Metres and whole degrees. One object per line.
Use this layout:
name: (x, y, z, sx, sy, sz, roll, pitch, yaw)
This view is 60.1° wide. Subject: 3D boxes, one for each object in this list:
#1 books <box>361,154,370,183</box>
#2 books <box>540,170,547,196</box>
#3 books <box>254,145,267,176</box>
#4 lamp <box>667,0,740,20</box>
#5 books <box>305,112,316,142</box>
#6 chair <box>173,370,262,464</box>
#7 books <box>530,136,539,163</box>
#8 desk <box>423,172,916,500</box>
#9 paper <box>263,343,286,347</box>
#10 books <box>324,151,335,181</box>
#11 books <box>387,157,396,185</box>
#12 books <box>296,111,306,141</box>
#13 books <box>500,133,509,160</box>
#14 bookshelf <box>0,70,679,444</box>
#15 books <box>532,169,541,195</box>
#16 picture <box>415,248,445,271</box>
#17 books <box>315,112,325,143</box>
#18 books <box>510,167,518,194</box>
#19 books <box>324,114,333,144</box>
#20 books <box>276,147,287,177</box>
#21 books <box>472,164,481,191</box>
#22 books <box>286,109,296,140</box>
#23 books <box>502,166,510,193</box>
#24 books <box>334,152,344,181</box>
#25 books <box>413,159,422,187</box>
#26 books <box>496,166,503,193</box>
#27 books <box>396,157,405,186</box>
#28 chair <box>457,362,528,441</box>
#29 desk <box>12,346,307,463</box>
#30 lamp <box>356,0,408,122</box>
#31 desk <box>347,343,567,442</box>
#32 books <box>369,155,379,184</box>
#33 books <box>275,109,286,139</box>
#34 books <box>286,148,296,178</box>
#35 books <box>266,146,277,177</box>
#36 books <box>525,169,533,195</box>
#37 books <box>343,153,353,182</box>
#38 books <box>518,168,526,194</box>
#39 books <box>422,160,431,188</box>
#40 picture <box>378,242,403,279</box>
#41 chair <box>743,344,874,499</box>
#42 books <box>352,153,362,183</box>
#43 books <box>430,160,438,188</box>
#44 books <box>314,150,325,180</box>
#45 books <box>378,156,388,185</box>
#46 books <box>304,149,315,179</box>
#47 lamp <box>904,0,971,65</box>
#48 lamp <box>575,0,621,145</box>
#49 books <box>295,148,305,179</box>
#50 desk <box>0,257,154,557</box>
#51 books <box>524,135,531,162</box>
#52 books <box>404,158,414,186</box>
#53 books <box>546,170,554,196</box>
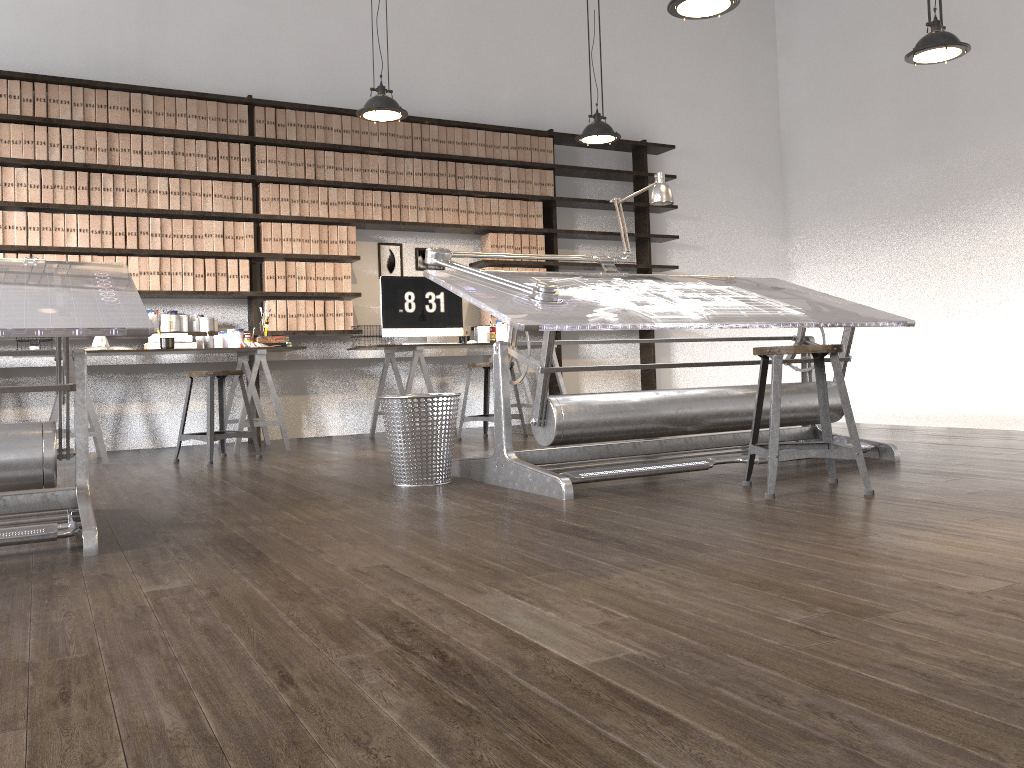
books: (-1.133, -1.605, 6.699, 0.067, 0.226, 0.174, -1, -1, -28)
books: (0.222, -1.665, 7.425, 0.067, 0.226, 0.174, -1, -1, -28)
books: (-1.811, -1.576, 6.335, 0.067, 0.226, 0.174, -1, -1, -28)
lamp: (0.795, -2.769, 3.896, 0.311, 2.256, 0.312, -2, -2, -3)
books: (-1.504, -1.867, 6.517, 0.067, 0.226, 0.174, -1, -1, -28)
chair: (-1.722, 0.188, 5.164, 0.358, 0.529, 0.372, -3, -1, 35)
books: (0.151, -1.939, 7.402, 0.067, 0.226, 0.174, -1, -1, -28)
desk: (0.685, -0.312, 4.027, 2.070, 1.389, 1.075, -2, -1, -28)
paper: (-1.584, -0.258, 5.904, 0.155, 0.038, 0.137, -2, 1, -13)
books: (-1.375, -1.595, 6.566, 0.067, 0.226, 0.174, -1, -1, -28)
books: (-0.952, -1.613, 6.797, 0.067, 0.226, 0.174, -1, -1, -28)
books: (-1.566, -1.864, 6.483, 0.067, 0.226, 0.174, -1, -1, -28)
books: (-0.097, -1.928, 7.267, 0.067, 0.226, 0.174, -1, -1, -28)
bookshelf: (-2.601, -0.422, 5.949, 9.181, 3.213, 0.373, -2, -2, -28)
books: (0.165, -1.662, 7.389, 0.067, 0.226, 0.174, -1, -1, -28)
picture: (-0.660, -0.998, 7.106, 0.251, 0.184, 0.023, -2, -2, -28)
books: (-1.442, -1.869, 6.543, 0.067, 0.226, 0.174, -1, -1, -28)
books: (-0.020, -1.654, 7.291, 0.067, 0.226, 0.174, -1, -1, -28)
books: (-1.385, -1.872, 6.579, 0.067, 0.226, 0.174, -1, -1, -28)
books: (-1.681, -1.581, 6.400, 0.067, 0.226, 0.174, -1, -1, -28)
books: (-0.322, -1.641, 7.134, 0.067, 0.226, 0.174, -1, -1, -28)
books: (-1.627, -1.861, 6.446, 0.067, 0.226, 0.174, -1, -1, -28)
books: (-0.085, -1.651, 7.258, 0.067, 0.226, 0.174, -1, -1, -28)
books: (-1.314, -1.597, 6.603, 0.067, 0.226, 0.174, -1, -1, -28)
books: (-0.762, -1.621, 6.892, 0.067, 0.226, 0.174, -1, -1, -28)
books: (-0.141, -1.649, 7.230, 0.067, 0.226, 0.174, -1, -1, -28)
books: (-0.891, -1.616, 6.831, 0.067, 0.226, 0.174, -1, -1, -28)
chair: (-0.138, 0.118, 6.042, 0.371, 0.529, 0.358, -3, -1, 30)
desk: (-2.202, 0.123, 5.605, 1.669, 0.670, 0.654, -2, 0, -28)
lamp: (-0.819, -2.739, 5.363, 0.311, 2.256, 0.312, -2, -2, -3)
desk: (-0.315, 0.041, 6.615, 1.669, 0.670, 0.654, -2, 0, -28)
books: (-1.077, -1.608, 6.727, 0.067, 0.226, 0.174, -1, -1, -28)
books: (-1.692, -1.859, 6.417, 0.067, 0.226, 0.174, -1, -1, -28)
books: (-1.628, -1.584, 6.434, 0.067, 0.226, 0.174, -1, -1, -28)
books: (-1.745, -1.578, 6.366, 0.067, 0.226, 0.174, -1, -1, -28)
books: (0.101, -1.659, 7.362, 0.067, 0.226, 0.174, -1, -1, -28)
books: (-1.252, -1.600, 6.637, 0.067, 0.226, 0.174, -1, -1, -28)
books: (0.040, -1.657, 7.328, 0.067, 0.226, 0.174, -1, -1, -28)
books: (-0.699, -1.624, 6.926, 0.067, 0.226, 0.174, -1, -1, -28)
picture: (-0.955, -0.964, 6.948, 0.201, 0.285, 0.022, -1, -2, -29)
chair: (1.041, 0.127, 3.192, 0.371, 0.529, 0.358, -2, -1, 0)
books: (-1.190, -1.603, 6.664, 0.067, 0.226, 0.174, -1, -1, -28)
books: (-0.645, -1.627, 6.960, 0.067, 0.226, 0.174, -1, -1, -28)
books: (-1.440, -1.592, 6.537, 0.067, 0.226, 0.174, -1, -1, -28)
books: (-1.012, -1.611, 6.760, 0.067, 0.226, 0.174, -1, -1, -28)
books: (-1.503, -1.589, 6.497, 0.067, 0.226, 0.174, -1, -1, -28)
lamp: (2.166, -2.829, 4.629, 0.312, 2.256, 0.311, -4, -3, 42)
lamp: (0.551, -2.799, 6.097, 0.311, 2.256, 0.312, -2, -2, -3)
books: (-1.571, -1.586, 6.467, 0.067, 0.226, 0.174, -1, -1, -28)
desk: (-2.270, -0.183, 2.445, 2.281, 1.389, 1.075, -2, -1, -28)
books: (0.086, -1.936, 7.366, 0.067, 0.226, 0.174, -1, -1, -28)
books: (-0.828, -1.619, 6.861, 0.067, 0.226, 0.174, -1, -1, -28)
books: (0.278, -1.667, 7.453, 0.067, 0.226, 0.174, -1, -1, -28)
